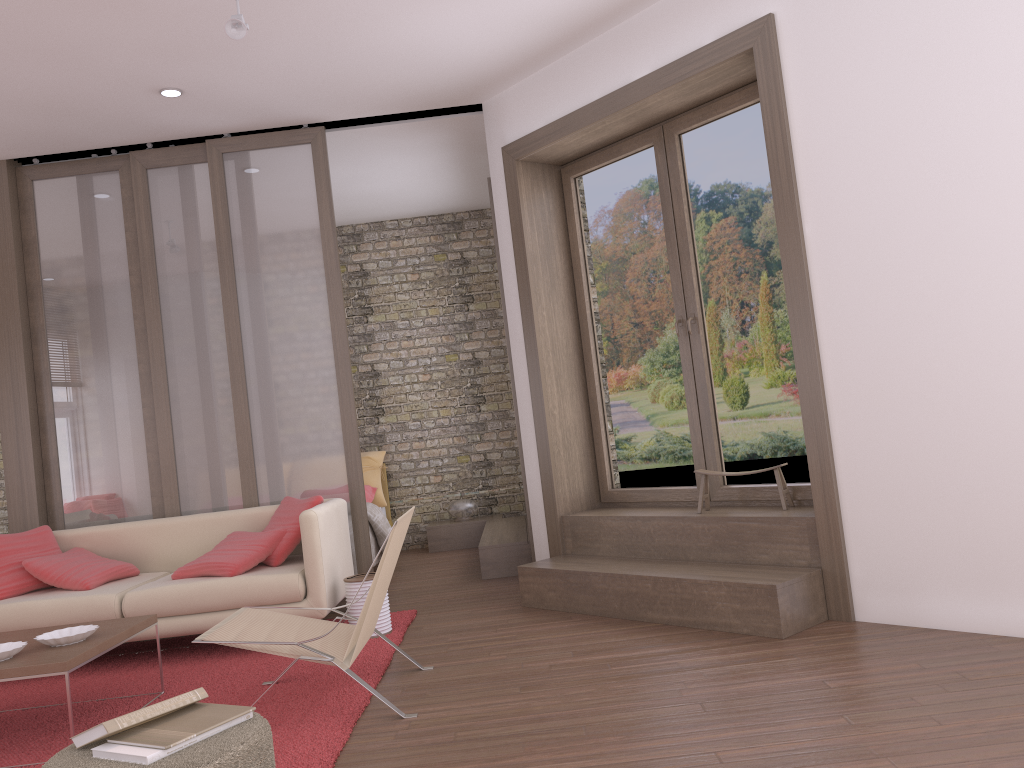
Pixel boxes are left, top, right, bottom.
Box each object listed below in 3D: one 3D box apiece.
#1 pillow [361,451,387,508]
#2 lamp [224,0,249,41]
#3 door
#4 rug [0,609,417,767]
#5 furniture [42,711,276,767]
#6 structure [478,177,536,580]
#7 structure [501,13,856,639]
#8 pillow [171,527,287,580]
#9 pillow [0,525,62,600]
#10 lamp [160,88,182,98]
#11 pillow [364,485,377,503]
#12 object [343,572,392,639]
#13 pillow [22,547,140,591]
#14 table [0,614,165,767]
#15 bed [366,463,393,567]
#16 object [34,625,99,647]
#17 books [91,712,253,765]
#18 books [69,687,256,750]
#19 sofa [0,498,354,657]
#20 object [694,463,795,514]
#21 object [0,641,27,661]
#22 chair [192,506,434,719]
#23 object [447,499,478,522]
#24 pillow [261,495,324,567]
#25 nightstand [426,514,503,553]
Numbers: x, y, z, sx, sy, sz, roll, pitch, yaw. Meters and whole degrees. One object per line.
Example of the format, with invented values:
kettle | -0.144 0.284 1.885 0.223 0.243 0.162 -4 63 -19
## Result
pillow | -1.683 0.960 8.454 1.021 0.557 0.366 -7 -3 0
lamp | -1.255 -1.702 4.049 0.102 0.275 0.158 -7 -3 7
door | 1.029 -0.421 5.183 0.142 2.275 1.800 -4 -4 -40
rug | -2.057 1.506 3.861 2.938 0.016 3.344 -7 -3 0
furniture | -0.967 1.151 2.454 0.596 0.328 0.596 -8 -3 25
structure | 0.023 -0.020 7.359 0.808 2.881 2.039 -7 -3 0
structure | 0.786 -0.224 4.950 0.845 2.881 2.039 -4 -3 -40
pillow | -1.615 0.981 5.111 0.507 0.224 0.467 -8 -3 28
pillow | -2.905 1.058 5.288 0.379 0.377 0.498 -9 -3 35
lamp | -1.987 -1.697 5.168 0.119 0.010 0.119 -8 -3 20
pillow | -1.673 1.074 8.090 0.834 0.261 0.540 -7 -3 0
object | -0.806 1.234 4.962 0.239 0.341 0.239 -8 -3 32
pillow | -2.561 1.100 5.282 0.467 0.224 0.507 -7 -3 13
table | -2.091 1.311 3.786 0.850 0.378 0.850 -7 -3 0
bed | -2.064 1.247 7.471 2.219 0.861 2.360 -7 -3 0
object | -1.884 1.073 3.756 0.251 0.043 0.249 -7 -3 12
books | -0.932 0.965 2.452 0.232 0.022 0.352 -8 -3 30
books | -0.979 0.940 2.491 0.377 0.086 0.331 -8 -3 30
sofa | -2.107 1.196 5.210 2.204 0.751 0.919 -7 -3 0
object | 1.243 0.563 4.787 0.499 0.233 0.136 -9 -3 35
object | -2.082 1.087 3.555 0.249 0.043 0.251 -5 -3 -30
chair | -0.832 0.982 3.813 0.853 0.762 0.739 -7 -3 0
object | -0.469 1.197 8.446 0.296 0.199 0.211 -7 -3 -3
pillow | -1.392 0.882 5.334 0.379 0.377 0.498 -4 -3 -40
nightstand | -0.429 1.411 8.398 0.707 0.240 0.400 -7 -3 0
